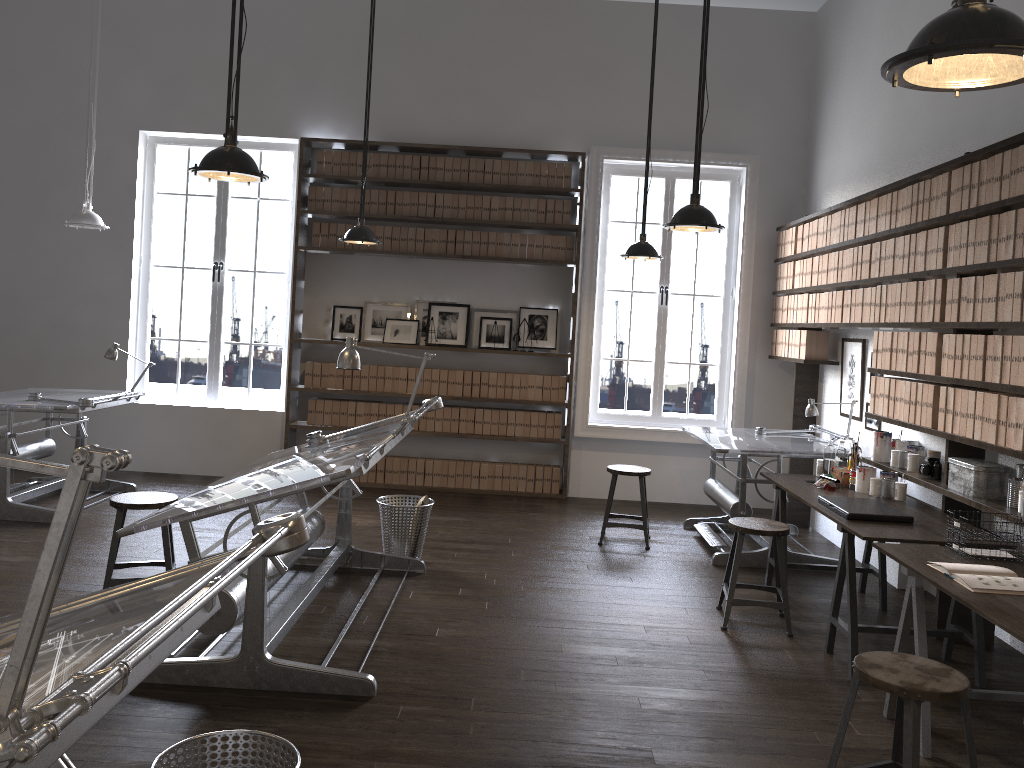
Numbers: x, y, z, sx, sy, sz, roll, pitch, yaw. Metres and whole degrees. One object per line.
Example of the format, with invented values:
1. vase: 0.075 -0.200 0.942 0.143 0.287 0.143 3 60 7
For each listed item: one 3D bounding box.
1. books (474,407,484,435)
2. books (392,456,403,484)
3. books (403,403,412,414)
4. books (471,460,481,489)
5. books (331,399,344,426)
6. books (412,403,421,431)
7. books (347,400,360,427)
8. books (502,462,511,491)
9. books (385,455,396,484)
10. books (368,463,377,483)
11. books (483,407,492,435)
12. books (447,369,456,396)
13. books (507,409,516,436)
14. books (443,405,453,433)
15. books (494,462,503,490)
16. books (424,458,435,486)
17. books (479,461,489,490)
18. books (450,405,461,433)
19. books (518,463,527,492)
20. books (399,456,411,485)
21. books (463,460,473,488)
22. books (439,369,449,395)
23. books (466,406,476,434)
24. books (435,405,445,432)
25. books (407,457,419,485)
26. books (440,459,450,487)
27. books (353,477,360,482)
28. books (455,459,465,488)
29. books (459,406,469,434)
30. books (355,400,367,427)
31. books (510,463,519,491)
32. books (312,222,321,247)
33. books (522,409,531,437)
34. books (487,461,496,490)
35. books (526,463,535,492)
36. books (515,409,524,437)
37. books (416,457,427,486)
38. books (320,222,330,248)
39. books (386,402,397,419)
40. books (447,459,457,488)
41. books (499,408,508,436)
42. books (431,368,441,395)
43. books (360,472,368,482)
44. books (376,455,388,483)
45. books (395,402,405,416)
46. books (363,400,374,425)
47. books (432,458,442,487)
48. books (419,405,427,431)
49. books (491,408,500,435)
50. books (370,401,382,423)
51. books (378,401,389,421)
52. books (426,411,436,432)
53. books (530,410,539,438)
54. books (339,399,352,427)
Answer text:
1. books: -0.290 0.323 7.838 0.067 0.225 0.175 3 2 1
2. books: -1.013 0.764 7.860 0.067 0.225 0.175 3 2 1
3. books: -0.925 0.286 7.854 0.067 0.225 0.175 3 2 1
4. books: -0.320 0.804 7.847 0.067 0.225 0.175 3 2 1
5. books: -1.547 0.250 7.863 0.067 0.225 0.174 3 2 1
6. books: -0.851 0.291 7.847 0.067 0.225 0.175 3 2 1
7. books: -1.407 0.259 7.855 0.067 0.225 0.175 3 2 1
8. books: -0.051 0.819 7.848 0.067 0.225 0.175 3 2 1
9. books: -1.078 0.760 7.863 0.067 0.225 0.175 3 2 1
10. books: -1.227 0.751 7.865 0.067 0.225 0.175 3 2 1
11. books: -0.217 0.327 7.840 0.067 0.225 0.174 3 2 1
12. books: -0.527 -0.013 7.837 0.067 0.225 0.175 3 2 1
13. books: -0.008 0.339 7.835 0.067 0.225 0.175 3 2 1
14. books: -0.569 0.307 7.849 0.067 0.225 0.174 3 2 1
15. books: -0.118 0.816 7.843 0.067 0.225 0.175 3 2 1
16. books: -0.731 0.780 7.853 0.067 0.225 0.175 3 2 1
17. books: -0.247 0.808 7.848 0.067 0.225 0.175 3 2 1
18. books: -0.499 0.311 7.846 0.067 0.225 0.175 3 2 1
19. books: 0.091 0.827 7.842 0.067 0.225 0.174 3 2 1
20. books: -0.950 0.768 7.854 0.067 0.225 0.175 3 2 1
21. books: -0.390 0.799 7.852 0.067 0.225 0.175 3 2 1
22. books: -0.599 -0.017 7.838 0.067 0.225 0.175 3 2 1
23. books: -0.362 0.319 7.839 0.067 0.225 0.175 3 2 1
24. books: -0.639 0.303 7.846 0.067 0.225 0.174 3 2 1
25. books: -0.878 0.772 7.853 0.067 0.225 0.175 3 2 1
26. books: -0.596 0.788 7.854 0.067 0.225 0.175 3 2 1
27. books: -1.369 0.743 7.866 0.067 0.225 0.174 3 2 1
28. books: -0.459 0.795 7.855 0.067 0.225 0.174 3 2 1
29. books: -0.425 0.315 7.844 0.067 0.225 0.175 3 2 1
30. books: -1.335 0.263 7.856 0.067 0.225 0.175 3 2 1
31. books: 0.020 0.823 7.847 0.067 0.225 0.174 3 2 1
32. books: -1.717 -1.311 7.843 0.067 0.225 0.175 3 2 1
33. books: 0.128 0.347 7.837 0.067 0.225 0.175 3 2 1
34. books: -0.185 0.811 7.848 0.067 0.225 0.175 3 2 1
35. books: 0.162 0.831 7.845 0.067 0.225 0.175 3 2 1
36. books: 0.065 0.344 7.836 0.067 0.225 0.175 3 2 1
37. books: -0.805 0.776 7.856 0.067 0.225 0.174 3 2 1
38. books: -1.643 -1.306 7.836 0.067 0.225 0.175 3 2 1
39. books: -1.067 0.278 7.855 0.067 0.225 0.174 3 2 1
40. books: -0.529 0.792 7.849 0.067 0.225 0.175 3 2 1
41. books: -0.078 0.335 7.840 0.067 0.225 0.175 3 2 1
42. books: -0.672 -0.021 7.842 0.067 0.225 0.174 3 2 1
43. books: -1.298 0.747 7.861 0.067 0.225 0.174 3 2 1
44. books: -1.152 0.756 7.858 0.067 0.225 0.175 3 2 1
45. books: -0.996 0.282 7.850 0.067 0.225 0.174 3 2 1
46. books: -1.272 0.266 7.857 0.067 0.225 0.175 3 2 1
47. books: -0.659 0.784 7.854 0.067 0.225 0.175 3 2 1
48. books: -0.777 0.295 7.852 0.067 0.225 0.175 3 2 1
49. books: -0.147 0.331 7.843 0.067 0.225 0.174 3 2 1
50. books: -1.205 0.271 7.851 0.067 0.225 0.175 3 2 1
51. books: -1.138 0.274 7.856 0.067 0.225 0.175 3 2 1
52. books: -0.711 0.299 7.844 0.067 0.225 0.175 3 2 1
53. books: 0.194 0.351 7.831 0.067 0.225 0.175 3 2 1
54. books: -1.477 0.255 7.860 0.067 0.225 0.175 3 2 1
